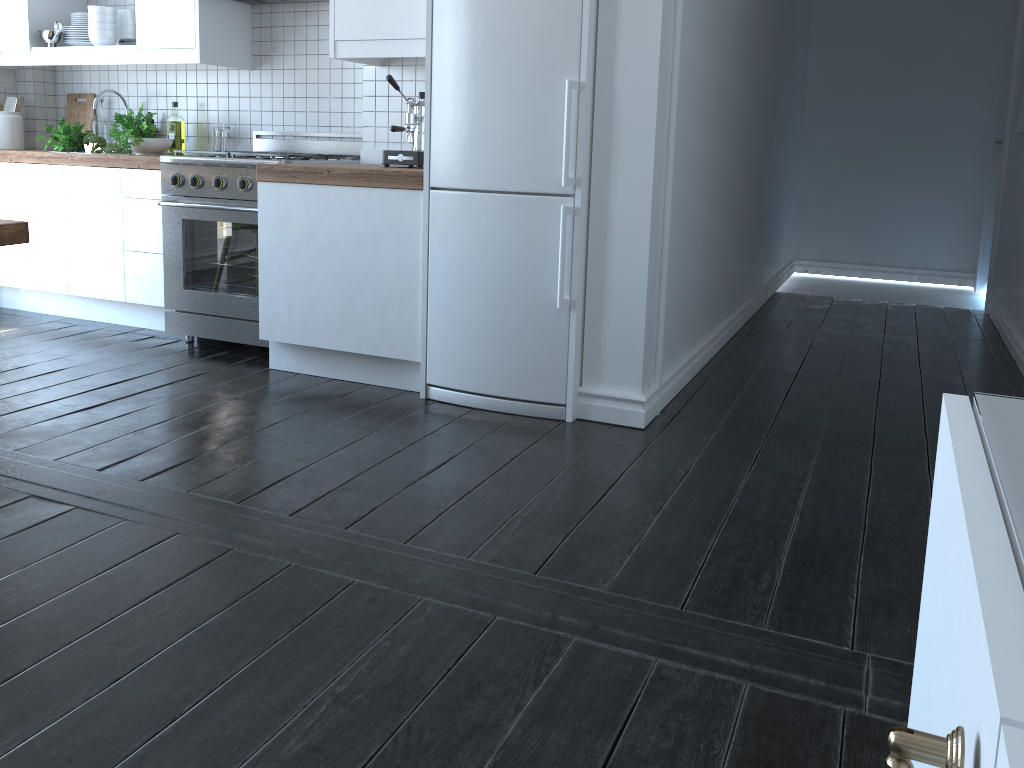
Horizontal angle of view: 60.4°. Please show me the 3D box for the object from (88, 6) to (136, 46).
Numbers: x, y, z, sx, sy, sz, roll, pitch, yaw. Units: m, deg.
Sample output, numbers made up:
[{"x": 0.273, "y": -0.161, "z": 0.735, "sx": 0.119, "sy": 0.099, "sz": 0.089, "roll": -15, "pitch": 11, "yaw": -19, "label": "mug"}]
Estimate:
[{"x": -2.094, "y": -1.876, "z": 4.653, "sx": 0.150, "sy": 0.212, "sz": 0.315, "roll": 6, "pitch": 14, "yaw": 20, "label": "object"}]

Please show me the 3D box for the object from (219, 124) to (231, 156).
[{"x": -1.509, "y": -1.279, "z": 4.627, "sx": 0.059, "sy": 0.169, "sz": 0.060, "roll": 9, "pitch": 12, "yaw": 36, "label": "object"}]

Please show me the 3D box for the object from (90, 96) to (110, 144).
[{"x": -2.339, "y": -1.476, "z": 4.997, "sx": 0.098, "sy": 0.312, "sz": 0.099, "roll": 6, "pitch": 10, "yaw": 23, "label": "object"}]

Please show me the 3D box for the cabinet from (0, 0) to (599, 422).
[{"x": -1.258, "y": -1.365, "z": 4.144, "sx": 3.813, "sy": 2.328, "sz": 0.790, "roll": 9, "pitch": 11, "yaw": 27, "label": "cabinet"}]

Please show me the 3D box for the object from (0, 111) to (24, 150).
[{"x": -2.833, "y": -1.418, "z": 4.929, "sx": 0.175, "sy": 0.204, "sz": 0.176, "roll": 8, "pitch": 13, "yaw": 27, "label": "object"}]

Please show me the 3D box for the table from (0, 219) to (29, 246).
[{"x": -2.639, "y": -0.158, "z": 2.596, "sx": 2.237, "sy": 0.703, "sz": 1.036, "roll": 8, "pitch": 14, "yaw": 23, "label": "table"}]

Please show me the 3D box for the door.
[{"x": 3.425, "y": -1.786, "z": 6.077, "sx": 0.116, "sy": 2.430, "sz": 1.088, "roll": 5, "pitch": 10, "yaw": 23, "label": "door"}]

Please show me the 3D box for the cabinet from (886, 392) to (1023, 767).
[{"x": 0.434, "y": 0.533, "z": 0.341, "sx": 0.592, "sy": 0.720, "sz": 1.222, "roll": 7, "pitch": 14, "yaw": 23, "label": "cabinet"}]

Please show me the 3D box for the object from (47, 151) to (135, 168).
[{"x": -2.224, "y": -1.187, "z": 4.726, "sx": 0.373, "sy": 0.109, "sz": 0.360, "roll": 8, "pitch": 16, "yaw": 23, "label": "object"}]

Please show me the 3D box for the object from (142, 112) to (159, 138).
[{"x": -1.992, "y": -1.380, "z": 4.848, "sx": 0.085, "sy": 0.226, "sz": 0.087, "roll": 0, "pitch": 10, "yaw": -11, "label": "object"}]

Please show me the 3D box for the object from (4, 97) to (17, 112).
[{"x": -2.829, "y": -1.465, "z": 4.932, "sx": 0.064, "sy": 0.285, "sz": 0.143, "roll": 1, "pitch": 10, "yaw": -3, "label": "object"}]

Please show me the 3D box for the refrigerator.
[{"x": 0.077, "y": -0.845, "z": 3.438, "sx": 0.579, "sy": 1.769, "sz": 0.691, "roll": 6, "pitch": 10, "yaw": 23, "label": "refrigerator"}]

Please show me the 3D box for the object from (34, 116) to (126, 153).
[{"x": -2.273, "y": -1.263, "z": 4.665, "sx": 0.469, "sy": 0.302, "sz": 0.290, "roll": 1, "pitch": 12, "yaw": -4, "label": "object"}]

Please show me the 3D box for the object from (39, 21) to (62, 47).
[{"x": -2.444, "y": -1.853, "z": 4.679, "sx": 0.212, "sy": 0.132, "sz": 0.103, "roll": 11, "pitch": 14, "yaw": 35, "label": "object"}]

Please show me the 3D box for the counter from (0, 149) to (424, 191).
[{"x": -1.578, "y": -1.067, "z": 4.296, "sx": 3.114, "sy": 0.072, "sz": 0.862, "roll": 8, "pitch": 16, "yaw": 23, "label": "counter"}]

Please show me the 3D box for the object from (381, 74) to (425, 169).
[{"x": -0.425, "y": -1.087, "z": 3.673, "sx": 0.207, "sy": 0.363, "sz": 0.359, "roll": 6, "pitch": 12, "yaw": 23, "label": "object"}]

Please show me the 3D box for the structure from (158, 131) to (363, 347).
[{"x": -1.189, "y": -0.705, "z": 4.240, "sx": 0.703, "sy": 1.000, "sz": 0.734, "roll": 6, "pitch": 12, "yaw": 23, "label": "structure"}]

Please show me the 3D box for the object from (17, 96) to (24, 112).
[{"x": -2.785, "y": -1.468, "z": 4.943, "sx": 0.131, "sy": 0.291, "sz": 0.057, "roll": 2, "pitch": 9, "yaw": 3, "label": "object"}]

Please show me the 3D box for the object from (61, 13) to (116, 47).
[{"x": -2.286, "y": -1.909, "z": 4.796, "sx": 0.302, "sy": 0.191, "sz": 0.311, "roll": 8, "pitch": 14, "yaw": 24, "label": "object"}]

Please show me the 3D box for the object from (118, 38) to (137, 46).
[{"x": -1.909, "y": -1.757, "z": 4.565, "sx": 0.246, "sy": 0.041, "sz": 0.282, "roll": 6, "pitch": 15, "yaw": 15, "label": "object"}]

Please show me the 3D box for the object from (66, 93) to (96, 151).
[{"x": -2.499, "y": -1.514, "z": 5.098, "sx": 0.221, "sy": 0.324, "sz": 0.041, "roll": 6, "pitch": 10, "yaw": 23, "label": "object"}]

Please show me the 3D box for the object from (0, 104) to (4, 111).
[{"x": -2.863, "y": -1.447, "z": 4.932, "sx": 0.061, "sy": 0.247, "sz": 0.119, "roll": -5, "pitch": 12, "yaw": -36, "label": "object"}]

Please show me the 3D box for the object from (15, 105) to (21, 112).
[{"x": -2.792, "y": -1.448, "z": 4.952, "sx": 0.050, "sy": 0.243, "sz": 0.117, "roll": 0, "pitch": 10, "yaw": -12, "label": "object"}]

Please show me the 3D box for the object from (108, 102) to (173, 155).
[{"x": -1.914, "y": -1.311, "z": 4.521, "sx": 0.272, "sy": 0.264, "sz": 0.345, "roll": 5, "pitch": 13, "yaw": 13, "label": "object"}]

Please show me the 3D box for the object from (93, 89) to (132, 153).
[{"x": -2.133, "y": -1.428, "z": 4.815, "sx": 0.189, "sy": 0.346, "sz": 0.280, "roll": 2, "pitch": 11, "yaw": 0, "label": "object"}]

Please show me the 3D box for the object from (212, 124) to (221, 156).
[{"x": -1.557, "y": -1.292, "z": 4.670, "sx": 0.059, "sy": 0.169, "sz": 0.060, "roll": 9, "pitch": 12, "yaw": 36, "label": "object"}]

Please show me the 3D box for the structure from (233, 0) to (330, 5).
[{"x": -1.136, "y": -2.483, "z": 4.080, "sx": 0.636, "sy": 1.281, "sz": 0.536, "roll": 6, "pitch": 10, "yaw": 23, "label": "structure"}]

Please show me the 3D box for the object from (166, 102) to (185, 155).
[{"x": -1.802, "y": -1.368, "z": 4.718, "sx": 0.066, "sy": 0.277, "sz": 0.067, "roll": 5, "pitch": 9, "yaw": 18, "label": "object"}]

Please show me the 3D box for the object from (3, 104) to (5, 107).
[{"x": -2.824, "y": -1.452, "z": 4.962, "sx": 0.119, "sy": 0.245, "sz": 0.034, "roll": 6, "pitch": 10, "yaw": 24, "label": "object"}]

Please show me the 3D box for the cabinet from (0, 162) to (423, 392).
[{"x": -1.562, "y": -0.659, "z": 4.409, "sx": 3.208, "sy": 0.799, "sz": 0.739, "roll": 11, "pitch": 14, "yaw": 31, "label": "cabinet"}]
